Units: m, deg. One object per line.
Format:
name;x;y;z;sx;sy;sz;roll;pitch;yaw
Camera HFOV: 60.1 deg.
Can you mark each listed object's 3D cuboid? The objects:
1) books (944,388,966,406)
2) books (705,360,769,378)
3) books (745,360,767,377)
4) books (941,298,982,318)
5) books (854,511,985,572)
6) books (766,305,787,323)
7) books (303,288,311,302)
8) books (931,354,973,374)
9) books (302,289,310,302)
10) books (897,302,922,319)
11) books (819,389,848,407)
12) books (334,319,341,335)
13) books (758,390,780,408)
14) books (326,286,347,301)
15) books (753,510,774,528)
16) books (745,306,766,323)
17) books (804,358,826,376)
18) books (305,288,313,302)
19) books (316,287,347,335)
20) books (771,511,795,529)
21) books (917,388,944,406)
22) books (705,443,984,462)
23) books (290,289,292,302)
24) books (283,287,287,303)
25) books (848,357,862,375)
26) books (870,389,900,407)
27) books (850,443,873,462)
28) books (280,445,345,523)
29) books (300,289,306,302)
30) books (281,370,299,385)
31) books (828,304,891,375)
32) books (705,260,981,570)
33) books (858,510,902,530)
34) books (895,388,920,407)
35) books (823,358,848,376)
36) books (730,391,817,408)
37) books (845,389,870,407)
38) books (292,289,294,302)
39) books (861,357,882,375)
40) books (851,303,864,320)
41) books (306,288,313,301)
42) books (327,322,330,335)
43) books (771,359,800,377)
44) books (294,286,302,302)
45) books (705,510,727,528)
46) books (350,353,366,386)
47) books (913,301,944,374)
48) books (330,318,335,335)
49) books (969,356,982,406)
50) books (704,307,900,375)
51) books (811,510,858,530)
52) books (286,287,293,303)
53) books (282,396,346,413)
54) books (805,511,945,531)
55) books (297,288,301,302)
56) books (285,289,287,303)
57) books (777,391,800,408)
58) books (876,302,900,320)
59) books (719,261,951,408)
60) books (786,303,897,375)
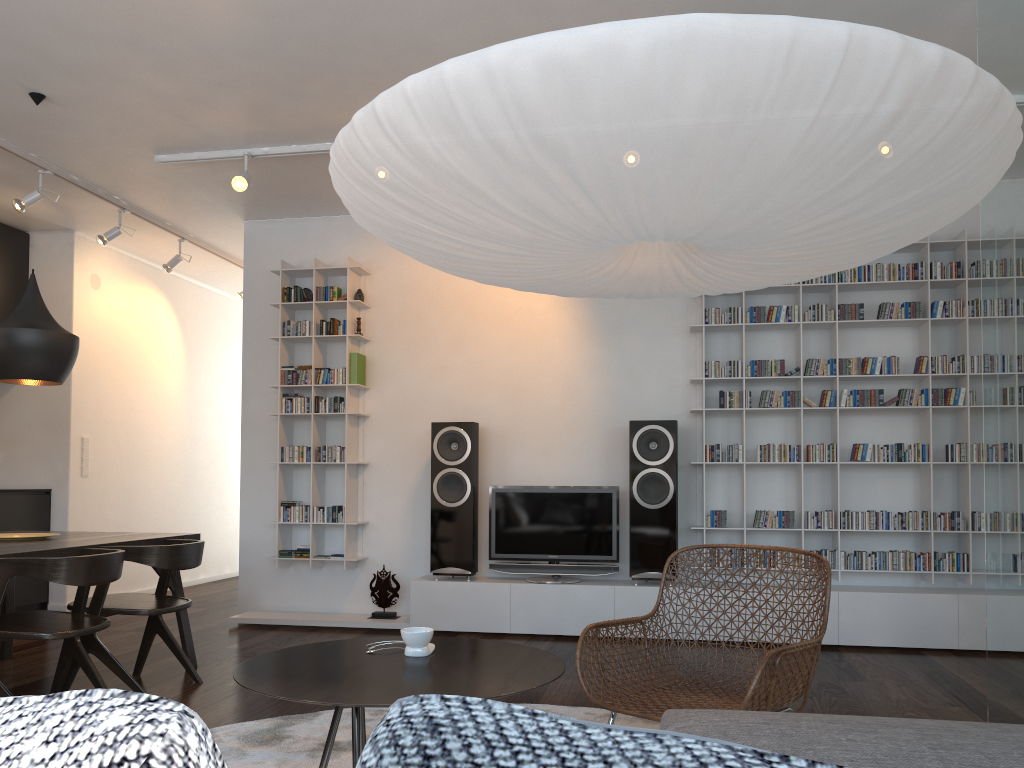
books;2.594;0.079;5.196;0.118;0.108;0.090;-1;-4;11
books;1.379;-0.086;5.432;0.384;0.104;0.102;-1;-4;11
books;1.491;-0.088;5.410;0.132;0.104;0.100;-1;-4;9
books;2.825;-0.183;5.166;0.568;0.624;0.115;-1;-2;11
books;2.586;0.919;5.170;1.133;0.348;0.115;-1;-3;11
books;1.614;-0.418;5.399;0.118;0.108;0.090;-1;-4;11
books;-1.363;-0.592;5.946;0.057;0.098;0.069;0;-4;11
books;2.580;-0.110;5.207;0.232;0.112;0.102;-1;-4;11
books;-1.380;-0.588;5.948;0.046;0.090;0.070;0;-4;11
books;2.359;-0.428;5.260;0.132;0.104;0.100;-1;-4;9
books;1.933;0.091;5.320;0.158;0.110;0.090;-1;-4;11
books;-1.165;-0.373;5.903;0.016;0.107;0.069;0;-3;11
books;1.566;0.095;5.389;0.118;0.108;0.090;-1;-4;11
books;-1.155;-0.595;5.936;0.160;0.110;0.102;-1;-4;11
books;1.527;0.820;5.369;0.118;0.108;0.090;-1;-4;11
books;1.488;-0.415;5.423;0.132;0.104;0.100;-1;-4;9
books;1.829;-0.096;5.346;0.118;0.108;0.090;-1;-4;11
books;-1.354;-0.592;5.944;0.057;0.098;0.069;0;-4;11
books;-1.192;-0.482;5.939;0.229;0.332;0.108;0;-3;11
books;1.641;0.819;5.348;0.132;0.104;0.100;-1;-4;9
books;2.466;0.083;5.221;0.144;0.104;0.099;-1;-4;9
books;2.137;0.410;5.273;1.924;0.114;0.115;-1;-4;11
books;-1.478;-0.587;5.967;0.014;0.092;0.070;0;-4;11
books;-1.529;-0.593;5.979;0.016;0.107;0.069;0;-3;11
books;2.050;-0.099;5.305;0.074;0.108;0.090;0;-4;11
books;2.215;0.088;5.267;0.163;0.106;0.090;-1;-4;11
books;2.087;0.410;5.279;0.118;0.108;0.090;-1;-4;11
books;-1.314;0.669;5.919;0.469;0.509;0.123;-1;-2;11
books;-1.403;-0.589;5.953;0.028;0.093;0.070;0;-4;11
books;-1.493;-0.037;5.967;0.101;0.104;0.096;-1;-4;11
books;2.076;-0.260;5.309;0.350;0.430;0.100;0;-2;10
books;2.148;0.193;5.279;1.952;1.814;0.115;-1;-2;11
books;2.175;0.808;5.251;0.234;0.112;0.115;-1;-4;11
books;2.346;0.084;5.243;0.118;0.108;0.090;-1;-4;11
books;1.946;-0.096;5.325;0.139;0.104;0.100;-1;-4;9
books;1.588;0.098;5.384;0.503;0.105;0.090;-1;-4;11
books;2.068;0.090;5.296;0.132;0.104;0.100;-1;-4;9
books;-1.464;-0.587;5.966;0.014;0.092;0.070;0;-4;11
books;2.145;-0.102;5.287;0.118;0.108;0.090;-1;-4;11
books;2.069;-0.424;5.314;0.074;0.104;0.090;0;-4;11
books;-1.345;-0.592;5.943;0.057;0.098;0.069;0;-4;11
books;-1.213;-0.365;5.908;0.020;0.092;0.070;0;-4;11
books;1.663;-0.091;5.377;0.163;0.106;0.090;-1;-4;11
books;-1.445;-0.599;5.962;0.029;0.115;0.074;0;-3;11
books;1.250;0.826;5.421;0.132;0.104;0.100;-1;-4;9
books;-1.035;-0.093;5.943;0.049;0.213;0.166;0;-4;11
books;2.465;-0.270;5.233;0.156;0.430;0.090;0;-2;11
books;-1.189;-0.377;5.906;0.029;0.115;0.074;0;-3;11
books;2.777;-0.020;5.169;0.231;0.299;0.115;0;-3;11
books;1.745;-0.256;5.369;1.124;0.430;0.102;-1;-2;11
books;1.925;0.812;5.297;0.268;0.112;0.100;-1;-4;9
books;-1.497;-0.594;5.969;0.023;0.107;0.069;0;-3;11
books;-1.310;0.146;5.942;0.467;0.112;0.123;-1;-5;11
books;2.146;0.808;5.256;0.764;0.112;0.115;-1;-4;11
books;-1.422;-0.592;5.956;0.019;0.099;0.075;0;-4;11
books;-1.515;-0.586;5.973;0.014;0.092;0.070;0;-4;11
books;1.679;0.098;5.368;0.132;0.104;0.100;-1;-4;9
books;2.245;-0.427;5.281;0.118;0.108;0.090;-1;-4;11
books;2.052;-0.284;5.315;1.753;0.855;0.115;-1;-2;11
books;1.980;-0.264;5.327;0.621;0.437;0.101;-1;-2;10
